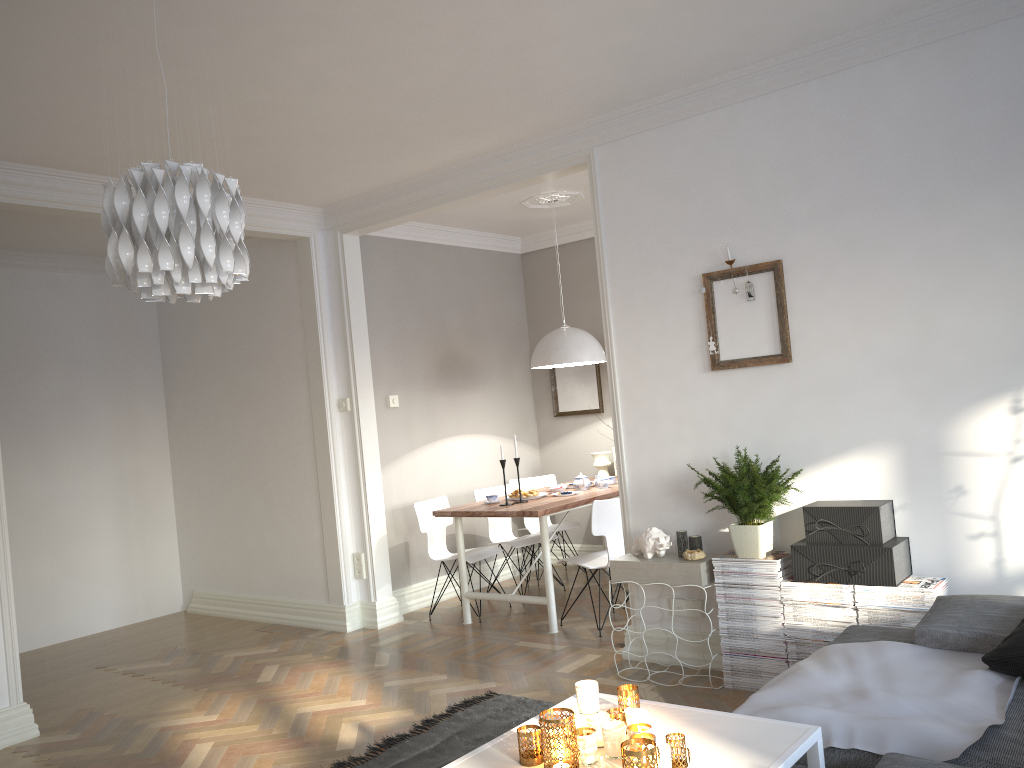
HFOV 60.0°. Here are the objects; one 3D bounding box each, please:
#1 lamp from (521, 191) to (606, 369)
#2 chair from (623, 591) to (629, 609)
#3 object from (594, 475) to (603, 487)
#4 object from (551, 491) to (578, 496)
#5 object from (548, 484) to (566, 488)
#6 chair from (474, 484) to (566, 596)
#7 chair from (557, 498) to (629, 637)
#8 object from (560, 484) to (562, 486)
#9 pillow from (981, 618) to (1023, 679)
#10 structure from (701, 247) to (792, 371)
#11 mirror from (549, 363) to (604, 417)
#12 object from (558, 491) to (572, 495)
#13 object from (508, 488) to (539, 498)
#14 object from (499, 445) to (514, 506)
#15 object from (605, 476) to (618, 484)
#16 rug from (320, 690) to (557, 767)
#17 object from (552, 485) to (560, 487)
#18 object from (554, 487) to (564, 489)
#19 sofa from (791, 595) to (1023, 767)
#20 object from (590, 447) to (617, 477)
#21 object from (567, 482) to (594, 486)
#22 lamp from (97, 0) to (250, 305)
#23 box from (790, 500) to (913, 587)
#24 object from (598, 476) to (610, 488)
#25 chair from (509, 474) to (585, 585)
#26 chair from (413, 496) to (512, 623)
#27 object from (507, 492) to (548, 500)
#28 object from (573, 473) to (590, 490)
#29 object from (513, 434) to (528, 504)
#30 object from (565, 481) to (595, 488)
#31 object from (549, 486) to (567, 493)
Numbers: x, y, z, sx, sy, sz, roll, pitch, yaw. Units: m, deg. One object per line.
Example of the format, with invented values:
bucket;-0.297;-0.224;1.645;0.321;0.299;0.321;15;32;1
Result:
lamp;0.340;-0.720;6.207;0.530;1.182;0.530;-5;-1;-44
chair;0.992;1.031;5.717;0.479;0.785;0.431;-6;-1;44
object;0.613;0.681;6.224;0.072;0.086;0.086;-6;-1;4
object;0.352;0.733;5.904;0.180;0.014;0.180;-6;-2;4
object;0.317;0.734;6.251;0.129;0.038;0.129;-7;-2;44
chair;0.045;1.142;6.477;0.431;0.785;0.479;-5;-1;-41
chair;0.557;1.063;5.354;0.431;0.785;0.479;-5;-1;-31
object;0.343;0.711;6.250;0.020;0.003;0.194;-6;-2;6
pillow;1.640;0.732;2.555;0.401;0.248;0.421;-5;-2;-31
structure;1.079;-0.366;4.130;0.399;0.574;0.053;-6;-1;36
mirror;0.525;-0.022;7.322;0.474;0.557;0.051;-6;-1;39
object;0.350;0.729;5.893;0.100;0.025;0.066;-6;-1;16
object;0.074;0.732;5.943;0.198;0.063;0.188;-6;-1;9
object;-0.051;0.572;5.637;0.095;0.396;0.095;-6;-1;34
object;0.704;0.690;6.365;0.116;0.056;0.116;-6;-1;11
rug;0.057;1.428;2.864;2.113;0.055;2.014;-7;-2;38
object;0.316;0.732;6.263;0.057;0.037;0.073;-5;-1;-13
object;0.317;0.728;6.083;0.085;0.039;0.082;-6;-1;4
sofa;1.059;0.957;1.895;1.556;0.772;2.630;-7;-2;39
object;0.779;0.614;7.005;0.310;0.228;0.173;-5;-1;-8
object;0.492;0.726;6.404;0.201;0.022;0.194;-5;-2;-31
lamp;-0.913;-0.753;2.329;0.355;1.065;0.354;-5;-1;-9
box;1.418;0.670;3.753;0.420;0.315;0.298;-6;-1;39
object;0.635;0.676;6.127;0.090;0.086;0.090;-5;-1;-6
chair;0.275;1.135;7.019;0.431;0.785;0.479;-5;-1;-20
chair;-0.342;1.166;6.017;0.479;0.785;0.431;-6;-1;29
object;0.100;0.755;5.938;0.287;0.019;0.287;-6;-2;26
object;0.484;0.675;6.154;0.144;0.118;0.124;-7;-2;43
object;0.036;0.539;5.700;0.095;0.448;0.095;-6;-1;34
object;0.492;0.730;6.399;0.287;0.019;0.287;-6;-2;11
object;0.319;0.729;6.083;0.129;0.038;0.129;-7;-2;39
